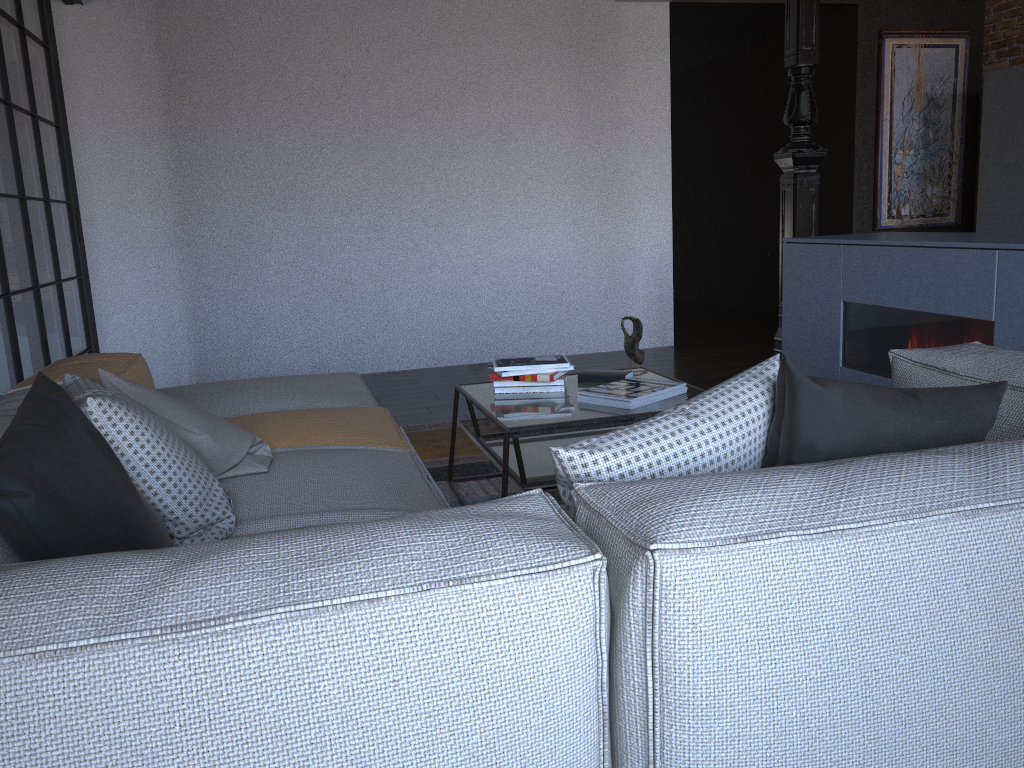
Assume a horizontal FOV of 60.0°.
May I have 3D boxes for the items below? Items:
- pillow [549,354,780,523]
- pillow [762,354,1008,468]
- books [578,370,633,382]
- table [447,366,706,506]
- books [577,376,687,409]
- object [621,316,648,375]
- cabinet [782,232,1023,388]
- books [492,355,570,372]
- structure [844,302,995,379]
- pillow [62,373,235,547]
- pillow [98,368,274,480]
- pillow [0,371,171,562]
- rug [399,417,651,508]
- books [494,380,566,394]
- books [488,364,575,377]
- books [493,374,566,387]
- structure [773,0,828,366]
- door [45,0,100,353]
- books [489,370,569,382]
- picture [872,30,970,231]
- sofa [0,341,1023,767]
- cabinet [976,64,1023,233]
[{"bbox_3d":[0.260,0.169,1.469,0.543,0.402,0.250,-10,13,-31],"label":"pillow"},{"bbox_3d":[0.592,0.129,1.524,0.538,0.417,0.238,-8,12,-24],"label":"pillow"},{"bbox_3d":[0.348,-0.033,3.278,0.182,0.029,0.129,2,12,23],"label":"books"},{"bbox_3d":[0.256,0.221,3.071,0.842,0.389,0.847,-6,11,-14],"label":"table"},{"bbox_3d":[0.400,0.027,2.938,0.308,0.038,0.225,-13,15,-43],"label":"books"},{"bbox_3d":[0.454,-0.151,3.347,0.099,0.223,0.093,2,12,25],"label":"object"},{"bbox_3d":[2.018,-0.080,3.104,0.607,0.845,2.957,-6,11,-14],"label":"cabinet"},{"bbox_3d":[0.065,-0.076,3.176,0.268,0.014,0.196,-3,11,-3],"label":"books"},{"bbox_3d":[1.765,-0.135,3.609,0.332,0.395,0.943,-6,11,-14],"label":"structure"},{"bbox_3d":[-0.789,0.151,1.897,0.293,0.355,0.495,-9,12,-28],"label":"pillow"},{"bbox_3d":[-0.815,0.110,2.270,0.485,0.314,0.358,3,12,28],"label":"pillow"},{"bbox_3d":[-0.757,0.198,1.559,0.263,0.401,0.509,-7,12,-20],"label":"pillow"},{"bbox_3d":[0.413,0.348,3.486,1.431,0.013,2.361,-6,11,-14],"label":"rug"},{"bbox_3d":[0.069,0.000,3.194,0.247,0.024,0.209,-2,11,5],"label":"books"},{"bbox_3d":[0.066,-0.061,3.179,0.268,0.014,0.196,-6,11,-15],"label":"books"},{"bbox_3d":[0.067,-0.022,3.190,0.251,0.023,0.209,-2,11,5],"label":"books"},{"bbox_3d":[-1.833,-0.551,2.420,8.509,2.397,0.481,-10,13,-33],"label":"structure"},{"bbox_3d":[-4.600,-0.922,4.979,4.184,2.596,0.138,-6,11,-14],"label":"door"},{"bbox_3d":[0.063,-0.039,3.163,0.239,0.023,0.190,1,12,20],"label":"books"},{"bbox_3d":[3.141,-1.941,6.820,0.780,1.472,0.067,-6,11,-14],"label":"picture"},{"bbox_3d":[-0.132,0.220,2.593,2.536,0.698,3.297,-6,11,-14],"label":"sofa"},{"bbox_3d":[4.093,-0.893,4.243,0.713,1.810,4.169,-6,11,-14],"label":"cabinet"}]
